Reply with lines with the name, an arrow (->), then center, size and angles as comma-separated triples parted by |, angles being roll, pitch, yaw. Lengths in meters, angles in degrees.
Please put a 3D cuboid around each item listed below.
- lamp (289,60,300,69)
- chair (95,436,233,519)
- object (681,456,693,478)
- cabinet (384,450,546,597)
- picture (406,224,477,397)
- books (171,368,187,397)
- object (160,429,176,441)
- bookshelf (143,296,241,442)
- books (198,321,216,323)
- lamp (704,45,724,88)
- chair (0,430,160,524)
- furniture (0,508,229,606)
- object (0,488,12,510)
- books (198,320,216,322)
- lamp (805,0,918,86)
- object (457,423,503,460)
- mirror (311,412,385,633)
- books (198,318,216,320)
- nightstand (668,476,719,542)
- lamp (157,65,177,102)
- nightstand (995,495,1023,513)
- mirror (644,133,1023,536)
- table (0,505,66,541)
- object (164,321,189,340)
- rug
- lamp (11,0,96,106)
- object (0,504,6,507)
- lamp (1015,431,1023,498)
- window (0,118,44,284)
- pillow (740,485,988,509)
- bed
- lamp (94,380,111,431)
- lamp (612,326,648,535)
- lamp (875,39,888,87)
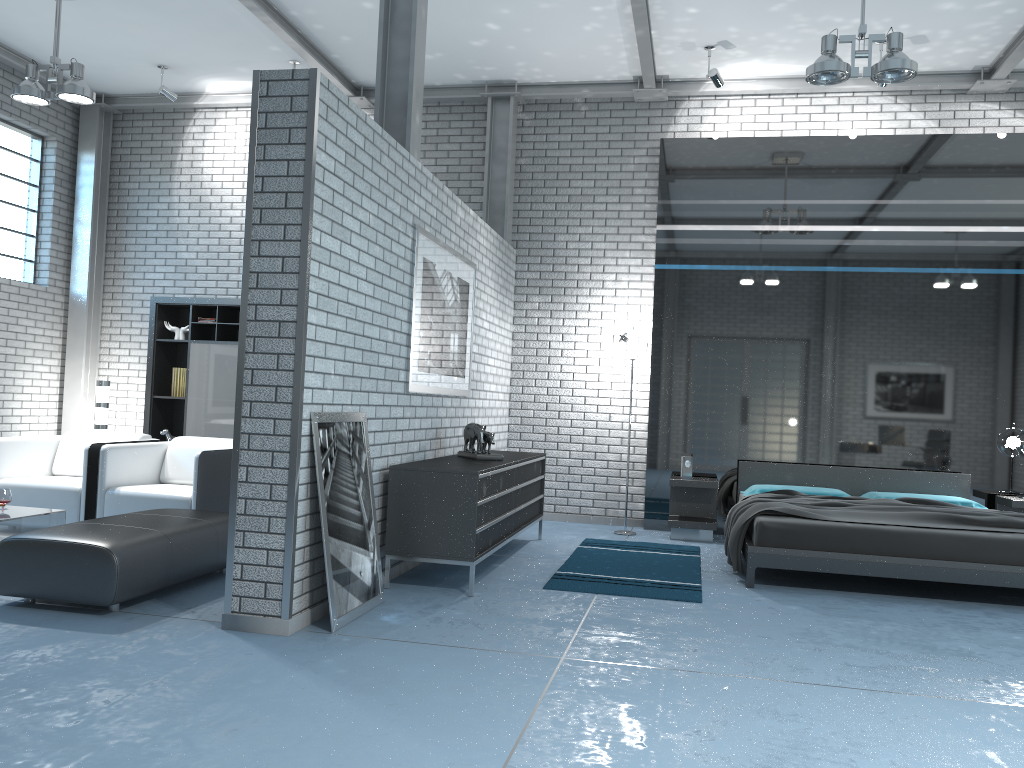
lamp -> -1.914, -2.691, 7.893 | 0.137, 0.332, 0.167 | 3, -1, 2
chair -> -2.281, 0.717, 6.244 | 0.767, 0.661, 0.919 | 2, -1, 14
object -> 1.486, 0.706, 7.537 | 0.100, 0.184, 0.032 | 3, -1, -20
cabinet -> -0.221, 0.842, 5.966 | 0.510, 0.682, 2.250 | 2, -1, 12
picture -> -0.454, -0.433, 6.056 | 0.020, 1.015, 1.490 | 2, -1, 12
books -> -3.127, -0.012, 8.496 | 0.167, 0.275, 0.195 | 2, -1, 12
object -> -3.229, 0.547, 8.503 | 0.285, 0.229, 0.095 | 4, -2, -33
bookshelf -> -2.495, 0.173, 8.390 | 1.930, 1.920, 0.419 | 2, -1, 12
books -> -2.864, -0.582, 8.440 | 0.190, 0.015, 0.135 | 3, -1, 6
lamp -> 1.624, -2.554, 7.148 | 0.137, 0.311, 0.166 | 2, -2, 37
chair -> -3.151, 0.682, 6.463 | 0.767, 0.661, 0.919 | 2, -1, 9
furniture -> -1.985, 0.870, 4.702 | 0.685, 0.301, 1.291 | 2, -1, 12
object -> -2.992, 0.676, 5.218 | 0.089, 0.120, 0.089 | 3, -1, -23
books -> -2.872, -0.597, 8.445 | 0.190, 0.015, 0.135 | 2, -1, 16
lamp -> 2.132, -2.291, 5.385 | 0.639, 0.872, 0.300 | 2, -1, 12
object -> -0.214, 0.381, 5.964 | 0.221, 0.237, 0.369 | 3, -1, -23
mirror -> -0.786, 0.628, 4.308 | 0.165, 0.978, 0.674 | 2, -1, 12
books -> -2.879, -0.613, 8.450 | 0.190, 0.015, 0.135 | 3, -1, -9
nightstand -> 1.529, 1.050, 7.492 | 0.400, 0.501, 0.400 | 2, -1, 12
lamp -> -3.170, -2.755, 8.140 | 0.137, 0.311, 0.166 | 2, -2, 37
nightstand -> 4.073, 1.156, 6.965 | 0.400, 0.501, 0.400 | 2, -1, 12
mirror -> 2.916, -0.385, 7.586 | 3.400, 3.500, 0.050 | 2, -1, 12
table -> -3.202, 0.870, 4.946 | 0.900, 0.300, 0.900 | 2, -1, 12
object -> -3.181, -0.507, 8.501 | 0.308, 0.180, 0.106 | 3, -1, 2
rug -> 0.825, 1.231, 6.033 | 0.886, 0.012, 2.060 | 2, -1, 12
lamp -> -3.347, -2.520, 6.519 | 0.639, 0.872, 0.300 | 2, -1, 12
object -> -2.897, 0.696, 4.964 | 0.128, 0.052, 0.024 | 3, -1, 5
lamp -> 4.140, 0.606, 7.044 | 0.259, 0.596, 0.250 | 2, -1, 20
window -> -4.966, -1.750, 7.745 | 0.100, 1.500, 2.200 | 2, -1, 12
pillow -> 2.772, 0.909, 7.111 | 1.810, 0.115, 0.567 | 2, -1, 12
bed -> 2.682, 1.000, 6.301 | 2.290, 0.674, 2.261 | 2, -1, 12
lamp -> -3.836, 0.517, 8.259 | 0.140, 1.100, 0.098 | 3, -1, -26
lamp -> 1.001, 0.384, 7.573 | 0.250, 1.773, 0.259 | 4, -2, -33
lamp -> 2.881, -2.490, 6.900 | 0.137, 0.332, 0.167 | 3, -1, 2
